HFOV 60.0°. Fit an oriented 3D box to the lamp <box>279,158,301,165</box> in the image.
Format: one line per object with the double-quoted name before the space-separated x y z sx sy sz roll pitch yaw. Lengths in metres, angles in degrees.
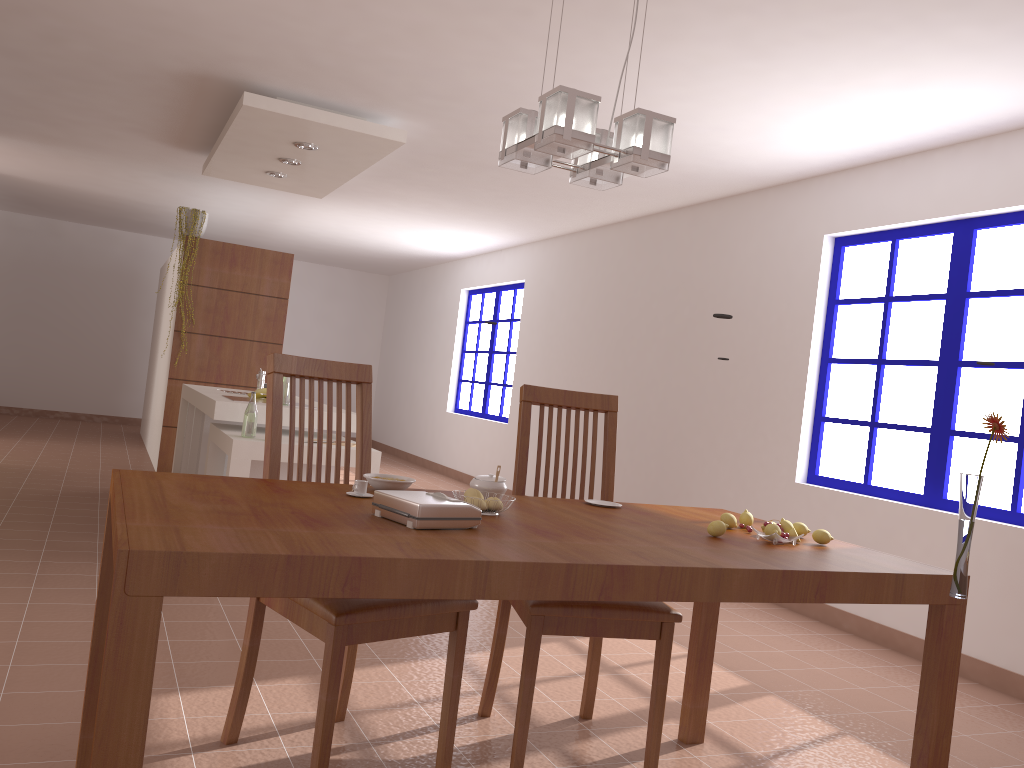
"lamp" -1.453 -1.476 5.816 0.143 0.059 0.143 7 0 3

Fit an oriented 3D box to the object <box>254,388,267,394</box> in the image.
"object" -1.528 0.055 5.591 0.047 0.055 0.207 6 -1 42

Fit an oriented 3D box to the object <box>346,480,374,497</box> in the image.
"object" -0.364 0.251 2.132 0.065 0.037 0.065 7 -1 -11

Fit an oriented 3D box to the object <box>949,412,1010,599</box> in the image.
"object" 0.901 0.235 1.708 0.050 0.365 0.085 7 -1 -27

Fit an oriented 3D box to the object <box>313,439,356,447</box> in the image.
"object" -0.949 0.314 4.713 0.266 0.006 0.168 7 0 -8

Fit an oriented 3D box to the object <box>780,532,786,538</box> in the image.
"object" 0.664 0.379 2.216 0.040 0.023 0.049 7 -1 21

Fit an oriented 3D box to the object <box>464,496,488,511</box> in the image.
"object" -0.086 0.281 2.085 0.061 0.032 0.048 7 -1 35

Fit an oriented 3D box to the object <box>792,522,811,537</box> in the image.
"object" 0.766 0.388 2.363 0.043 0.038 0.043 7 -1 -36

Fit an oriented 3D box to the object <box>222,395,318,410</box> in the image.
"object" -1.416 0.108 5.208 0.493 0.006 0.551 7 -1 -25

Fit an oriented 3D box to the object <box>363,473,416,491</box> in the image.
"object" -0.318 0.259 2.293 0.136 0.036 0.136 7 -1 23

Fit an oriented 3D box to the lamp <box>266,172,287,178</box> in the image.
"lamp" -1.662 -1.497 6.269 0.143 0.059 0.143 7 0 3

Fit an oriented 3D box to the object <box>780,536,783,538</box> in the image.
"object" 0.662 0.382 2.192 0.014 0.013 0.014 7 0 -1

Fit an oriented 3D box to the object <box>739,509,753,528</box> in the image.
"object" 0.643 0.370 2.433 0.038 0.053 0.039 7 0 10

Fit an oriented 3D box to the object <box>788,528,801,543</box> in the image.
"object" 0.712 0.381 2.237 0.033 0.036 0.039 7 -1 13

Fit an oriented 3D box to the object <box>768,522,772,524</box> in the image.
"object" 0.665 0.362 2.280 0.014 0.014 0.012 7 0 -4

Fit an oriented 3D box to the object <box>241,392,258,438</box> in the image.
"object" -1.315 0.154 4.467 0.071 0.230 0.071 7 -1 -44

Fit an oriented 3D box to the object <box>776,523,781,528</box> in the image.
"object" 0.682 0.364 2.272 0.012 0.014 0.014 7 -1 -44

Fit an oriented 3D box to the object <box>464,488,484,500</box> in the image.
"object" -0.091 0.275 2.145 0.055 0.044 0.048 6 -1 45

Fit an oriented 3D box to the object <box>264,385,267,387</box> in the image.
"object" -1.776 0.028 6.725 0.228 0.020 0.228 7 -1 -43

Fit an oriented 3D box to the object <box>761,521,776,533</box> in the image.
"object" 0.672 0.377 2.307 0.041 0.039 0.044 7 -1 29

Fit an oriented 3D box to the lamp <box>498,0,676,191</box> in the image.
"lamp" 0.217 -0.968 2.111 0.304 0.919 0.304 7 -1 -25

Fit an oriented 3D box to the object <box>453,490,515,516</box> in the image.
"object" -0.069 0.285 2.107 0.151 0.041 0.151 7 -1 25

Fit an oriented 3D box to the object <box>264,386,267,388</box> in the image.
"object" -1.777 0.038 6.725 0.228 0.020 0.228 7 -1 -43

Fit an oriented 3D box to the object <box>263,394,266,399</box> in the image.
"object" -1.504 0.086 5.578 0.207 0.033 0.060 7 -1 20

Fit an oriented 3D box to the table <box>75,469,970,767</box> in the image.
"table" 0.010 0.687 2.063 1.800 0.740 0.900 7 -1 -25

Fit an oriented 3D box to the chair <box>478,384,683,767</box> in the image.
"chair" 0.194 0.552 2.666 0.444 1.063 0.574 7 -1 -15

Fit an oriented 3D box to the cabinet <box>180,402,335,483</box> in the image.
"cabinet" -1.662 0.538 5.752 0.737 0.700 2.048 7 -1 -25

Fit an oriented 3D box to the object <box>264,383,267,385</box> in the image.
"object" -1.775 0.018 6.725 0.228 0.020 0.228 7 -1 -43

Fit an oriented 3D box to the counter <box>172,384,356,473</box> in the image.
"counter" -1.683 0.486 5.802 0.821 0.800 2.156 7 -1 -25

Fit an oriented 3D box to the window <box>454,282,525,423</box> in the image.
"window" -0.217 -0.340 9.538 0.035 1.430 1.699 7 -1 -25

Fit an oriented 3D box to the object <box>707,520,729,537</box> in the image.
"object" 0.502 0.354 2.173 0.041 0.041 0.042 7 -1 -39

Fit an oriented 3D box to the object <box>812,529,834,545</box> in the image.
"object" 0.791 0.390 2.262 0.043 0.038 0.043 7 -1 -36

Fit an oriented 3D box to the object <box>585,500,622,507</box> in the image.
"object" 0.263 0.345 2.551 0.108 0.008 0.108 7 -1 30

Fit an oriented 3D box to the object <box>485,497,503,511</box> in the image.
"object" -0.046 0.285 2.116 0.048 0.033 0.060 7 -1 -26

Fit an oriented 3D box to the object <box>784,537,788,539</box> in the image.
"object" 0.674 0.384 2.189 0.013 0.014 0.014 7 0 4

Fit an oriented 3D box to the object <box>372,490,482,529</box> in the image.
"object" -0.166 0.260 1.875 0.195 0.062 0.176 7 -1 -40

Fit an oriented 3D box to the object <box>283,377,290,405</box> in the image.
"object" -1.286 0.003 5.036 0.071 0.230 0.071 7 -1 -44

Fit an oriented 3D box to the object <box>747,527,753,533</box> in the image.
"object" 0.622 0.382 2.321 0.014 0.014 0.012 7 -1 -36

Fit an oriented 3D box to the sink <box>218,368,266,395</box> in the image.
"sink" -1.813 0.065 6.186 0.404 0.368 0.668 7 -1 -25

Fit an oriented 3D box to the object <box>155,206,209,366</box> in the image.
"object" -2.762 -0.802 7.421 0.279 1.344 0.297 7 -1 25

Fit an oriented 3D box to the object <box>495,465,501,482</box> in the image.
"object" -0.039 0.240 2.214 0.010 0.075 0.015 7 -1 -25

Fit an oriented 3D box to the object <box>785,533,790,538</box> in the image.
"object" 0.684 0.377 2.208 0.014 0.014 0.012 7 -1 -12

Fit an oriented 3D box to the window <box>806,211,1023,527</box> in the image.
"window" 2.155 -0.099 4.362 0.035 1.430 1.699 7 -1 -25

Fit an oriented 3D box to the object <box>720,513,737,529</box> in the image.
"object" 0.578 0.365 2.367 0.042 0.041 0.041 6 -1 40

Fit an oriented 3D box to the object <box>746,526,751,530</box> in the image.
"object" 0.630 0.384 2.365 0.014 0.012 0.014 7 -1 -21

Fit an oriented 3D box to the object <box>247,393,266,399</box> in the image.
"object" -1.609 0.073 5.558 0.060 0.033 0.207 7 -1 -45

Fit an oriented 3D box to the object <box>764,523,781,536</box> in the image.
"object" 0.642 0.362 2.184 0.042 0.038 0.043 6 -1 42

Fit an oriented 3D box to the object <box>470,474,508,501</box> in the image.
"object" -0.060 0.268 2.247 0.096 0.079 0.096 7 -1 -29

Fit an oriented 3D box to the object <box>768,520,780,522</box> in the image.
"object" 0.679 0.358 2.298 0.034 0.011 0.037 7 -1 25

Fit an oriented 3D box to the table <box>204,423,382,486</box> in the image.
"table" -1.249 0.607 4.847 0.737 0.647 1.003 7 -1 -25

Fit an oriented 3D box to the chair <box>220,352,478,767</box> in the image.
"chair" -0.434 0.474 2.374 0.444 1.063 0.574 7 -1 -44

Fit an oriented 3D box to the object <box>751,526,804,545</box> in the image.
"object" 0.654 0.376 2.193 0.092 0.032 0.091 7 -1 -25

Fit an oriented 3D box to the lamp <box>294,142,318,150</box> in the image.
"lamp" -1.242 -1.455 5.357 0.143 0.059 0.143 7 -1 -42

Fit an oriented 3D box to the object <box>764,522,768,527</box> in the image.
"object" 0.658 0.363 2.293 0.014 0.014 0.013 7 -1 33

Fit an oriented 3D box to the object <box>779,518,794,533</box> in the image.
"object" 0.709 0.373 2.292 0.039 0.049 0.039 7 -1 -17
